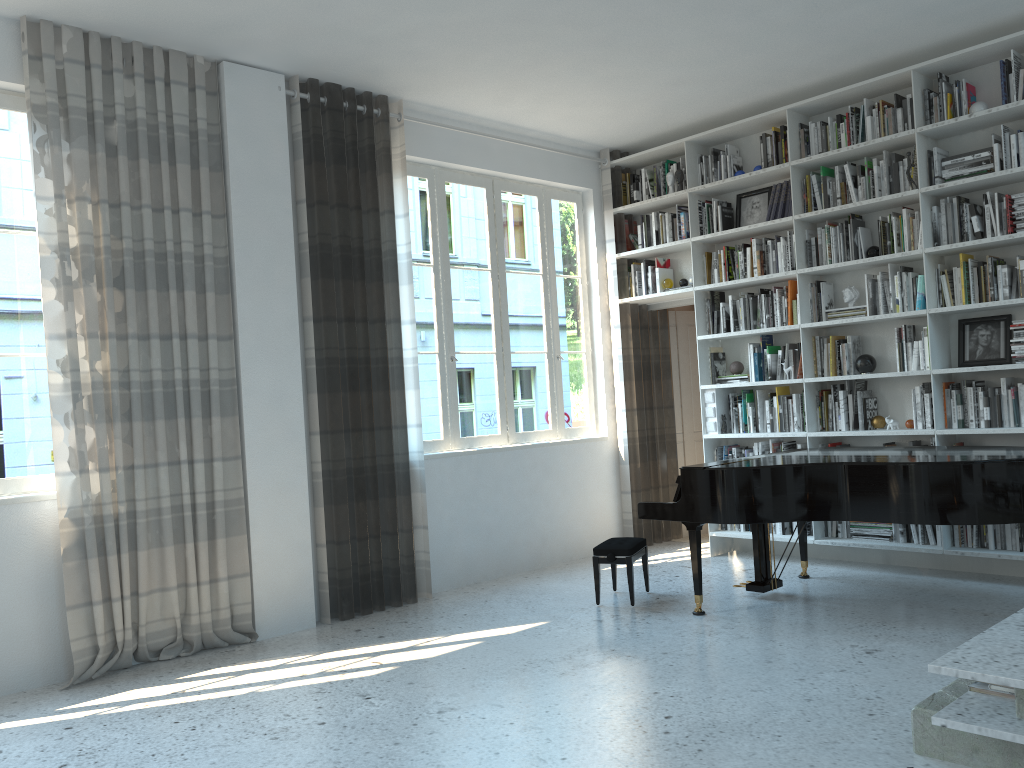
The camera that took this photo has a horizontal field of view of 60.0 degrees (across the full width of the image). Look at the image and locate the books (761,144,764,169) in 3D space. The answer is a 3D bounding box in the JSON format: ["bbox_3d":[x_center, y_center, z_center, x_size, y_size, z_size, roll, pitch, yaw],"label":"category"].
[{"bbox_3d":[1.840,-1.602,6.347,0.153,0.218,0.028,-3,-1,-43],"label":"books"}]

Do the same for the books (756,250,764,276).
[{"bbox_3d":[1.823,-0.854,6.373,0.192,0.195,0.029,-2,-1,-43],"label":"books"}]

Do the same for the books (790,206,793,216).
[{"bbox_3d":[2.012,-1.282,6.198,0.174,0.285,0.078,-3,-1,-43],"label":"books"}]

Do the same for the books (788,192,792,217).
[{"bbox_3d":[2.000,-1.281,6.218,0.174,0.285,0.078,-3,-1,-43],"label":"books"}]

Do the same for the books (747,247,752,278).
[{"bbox_3d":[1.768,-0.870,6.466,0.162,0.238,0.047,-3,-1,-43],"label":"books"}]

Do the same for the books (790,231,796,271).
[{"bbox_3d":[2.005,-0.916,6.197,0.169,0.289,0.022,-3,-1,-43],"label":"books"}]

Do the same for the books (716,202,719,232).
[{"bbox_3d":[1.587,-1.228,6.627,0.168,0.250,0.011,-3,-1,-43],"label":"books"}]

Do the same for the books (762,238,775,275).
[{"bbox_3d":[1.858,-0.901,6.372,0.161,0.286,0.025,-3,-1,-43],"label":"books"}]

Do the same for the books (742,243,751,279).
[{"bbox_3d":[1.743,-0.885,6.486,0.180,0.272,0.014,-3,-1,-43],"label":"books"}]

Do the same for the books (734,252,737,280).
[{"bbox_3d":[1.697,-0.860,6.553,0.149,0.230,0.012,-3,-1,-43],"label":"books"}]

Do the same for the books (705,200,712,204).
[{"bbox_3d":[1.517,-1.241,6.718,0.144,0.289,0.006,-3,-1,-43],"label":"books"}]

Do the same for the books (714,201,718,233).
[{"bbox_3d":[1.569,-1.231,6.633,0.183,0.258,0.023,-3,-1,-43],"label":"books"}]

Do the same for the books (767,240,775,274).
[{"bbox_3d":[1.888,-0.891,6.345,0.157,0.260,0.029,-3,-1,-43],"label":"books"}]

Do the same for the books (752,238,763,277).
[{"bbox_3d":[1.803,-0.897,6.397,0.185,0.285,0.030,-3,-1,-43],"label":"books"}]

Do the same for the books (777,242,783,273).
[{"bbox_3d":[1.937,-0.881,6.265,0.172,0.230,0.030,-3,-1,-43],"label":"books"}]

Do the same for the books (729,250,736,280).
[{"bbox_3d":[1.673,-0.867,6.572,0.134,0.249,0.047,-3,-1,-43],"label":"books"}]

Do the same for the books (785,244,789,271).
[{"bbox_3d":[1.977,-0.872,6.241,0.172,0.206,0.013,-3,-1,-43],"label":"books"}]

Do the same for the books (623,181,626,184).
[{"bbox_3d":[0.971,-1.539,7.298,0.151,0.241,0.011,-3,-1,-43],"label":"books"}]

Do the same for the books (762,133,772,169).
[{"bbox_3d":[1.852,-1.634,6.325,0.187,0.279,0.024,-3,-1,-43],"label":"books"}]

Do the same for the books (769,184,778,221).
[{"bbox_3d":[1.908,-1.268,6.311,0.174,0.279,0.110,-3,-1,-43],"label":"books"}]

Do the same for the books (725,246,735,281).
[{"bbox_3d":[1.640,-0.879,6.581,0.164,0.277,0.011,-3,-1,-43],"label":"books"}]

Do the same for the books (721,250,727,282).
[{"bbox_3d":[1.624,-0.865,6.609,0.187,0.252,0.014,-3,-1,-43],"label":"books"}]

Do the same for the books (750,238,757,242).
[{"bbox_3d":[1.789,-0.904,6.446,0.151,0.304,0.014,-3,-1,-43],"label":"books"}]

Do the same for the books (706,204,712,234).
[{"bbox_3d":[1.525,-1.221,6.674,0.189,0.246,0.004,-3,-1,-43],"label":"books"}]

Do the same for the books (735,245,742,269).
[{"bbox_3d":[1.701,-0.883,6.542,0.150,0.277,0.012,-3,-1,-43],"label":"books"}]

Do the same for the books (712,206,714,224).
[{"bbox_3d":[1.560,-1.223,6.660,0.153,0.244,0.019,-3,-1,-43],"label":"books"}]

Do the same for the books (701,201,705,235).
[{"bbox_3d":[1.491,-1.238,6.737,0.148,0.287,0.006,-3,-1,-43],"label":"books"}]

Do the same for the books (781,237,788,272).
[{"bbox_3d":[1.954,-0.899,6.246,0.174,0.263,0.022,-3,-1,-43],"label":"books"}]

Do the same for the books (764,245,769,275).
[{"bbox_3d":[1.865,-0.875,6.350,0.171,0.232,0.013,-3,-1,-43],"label":"books"}]

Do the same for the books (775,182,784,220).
[{"bbox_3d":[1.939,-1.270,6.278,0.174,0.279,0.110,-3,-1,-43],"label":"books"}]

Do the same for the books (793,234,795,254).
[{"bbox_3d":[2.024,-0.905,6.174,0.177,0.264,0.035,-3,-1,-43],"label":"books"}]

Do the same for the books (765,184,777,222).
[{"bbox_3d":[1.886,-1.266,6.322,0.174,0.279,0.110,-3,-1,-43],"label":"books"}]

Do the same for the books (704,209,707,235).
[{"bbox_3d":[1.509,-1.204,6.690,0.186,0.214,0.004,-3,-1,-43],"label":"books"}]

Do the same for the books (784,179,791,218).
[{"bbox_3d":[1.981,-1.280,6.232,0.174,0.285,0.078,-3,-1,-43],"label":"books"}]

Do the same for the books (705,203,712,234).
[{"bbox_3d":[1.522,-1.228,6.695,0.184,0.260,0.009,-3,-1,-43],"label":"books"}]

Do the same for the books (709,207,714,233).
[{"bbox_3d":[1.545,-1.209,6.661,0.186,0.218,0.018,-3,-1,-43],"label":"books"}]

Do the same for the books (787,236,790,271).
[{"bbox_3d":[1.994,-0.903,6.234,0.155,0.266,0.024,-3,-1,-43],"label":"books"}]

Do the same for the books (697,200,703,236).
[{"bbox_3d":[1.474,-1.240,6.740,0.184,0.292,0.005,-3,-1,-43],"label":"books"}]

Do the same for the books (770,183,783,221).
[{"bbox_3d":[1.910,-1.268,6.282,0.174,0.279,0.110,-3,-1,-43],"label":"books"}]

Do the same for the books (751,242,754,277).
[{"bbox_3d":[1.789,-0.889,6.420,0.187,0.271,0.023,-3,-1,-43],"label":"books"}]

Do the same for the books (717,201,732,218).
[{"bbox_3d":[1.594,-1.231,6.618,0.166,0.254,0.012,-3,-1,-43],"label":"books"}]

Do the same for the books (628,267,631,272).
[{"bbox_3d":[0.996,-0.821,7.266,0.188,0.272,0.011,-3,-1,-43],"label":"books"}]

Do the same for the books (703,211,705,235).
[{"bbox_3d":[1.504,-1.198,6.731,0.172,0.207,0.015,-3,-1,-43],"label":"books"}]

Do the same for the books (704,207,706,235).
[{"bbox_3d":[1.512,-1.211,6.701,0.184,0.228,0.009,-3,-1,-43],"label":"books"}]

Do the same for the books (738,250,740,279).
[{"bbox_3d":[1.716,-0.861,6.518,0.170,0.229,0.011,-3,-1,-43],"label":"books"}]

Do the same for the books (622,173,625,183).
[{"bbox_3d":[0.952,-1.571,7.298,0.180,0.307,0.012,-3,-1,-43],"label":"books"}]

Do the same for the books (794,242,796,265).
[{"bbox_3d":[2.032,-0.876,6.130,0.236,0.202,0.039,-2,-1,-43],"label":"books"}]

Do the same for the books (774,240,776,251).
[{"bbox_3d":[1.923,-0.894,6.313,0.131,0.260,0.035,-3,-1,-43],"label":"books"}]

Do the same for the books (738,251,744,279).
[{"bbox_3d":[1.726,-0.856,6.498,0.173,0.217,0.031,-3,-1,-43],"label":"books"}]

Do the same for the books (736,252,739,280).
[{"bbox_3d":[1.703,-0.854,6.523,0.164,0.218,0.014,-3,-1,-43],"label":"books"}]

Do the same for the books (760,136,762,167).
[{"bbox_3d":[1.833,-1.631,6.370,0.151,0.278,0.013,-3,-1,-43],"label":"books"}]

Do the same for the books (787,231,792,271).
[{"bbox_3d":[1.985,-0.916,6.201,0.182,0.291,0.012,-3,-1,-43],"label":"books"}]

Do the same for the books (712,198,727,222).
[{"bbox_3d":[1.566,-1.242,6.650,0.190,0.281,0.005,-3,-1,-43],"label":"books"}]

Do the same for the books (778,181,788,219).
[{"bbox_3d":[1.944,-1.274,6.242,0.174,0.282,0.097,-3,-1,-43],"label":"books"}]

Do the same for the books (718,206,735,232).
[{"bbox_3d":[1.598,-1.211,6.603,0.185,0.214,0.012,-3,-1,-43],"label":"books"}]

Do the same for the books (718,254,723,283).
[{"bbox_3d":[1.611,-0.852,6.626,0.172,0.230,0.030,-3,-1,-43],"label":"books"}]

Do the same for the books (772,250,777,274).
[{"bbox_3d":[1.906,-0.855,6.325,0.136,0.186,0.022,-3,-1,-43],"label":"books"}]

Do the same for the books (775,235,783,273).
[{"bbox_3d":[1.924,-0.905,6.284,0.188,0.281,0.012,-3,-1,-43],"label":"books"}]

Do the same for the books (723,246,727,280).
[{"bbox_3d":[1.637,-0.880,6.600,0.164,0.281,0.020,-3,-1,-43],"label":"books"}]
